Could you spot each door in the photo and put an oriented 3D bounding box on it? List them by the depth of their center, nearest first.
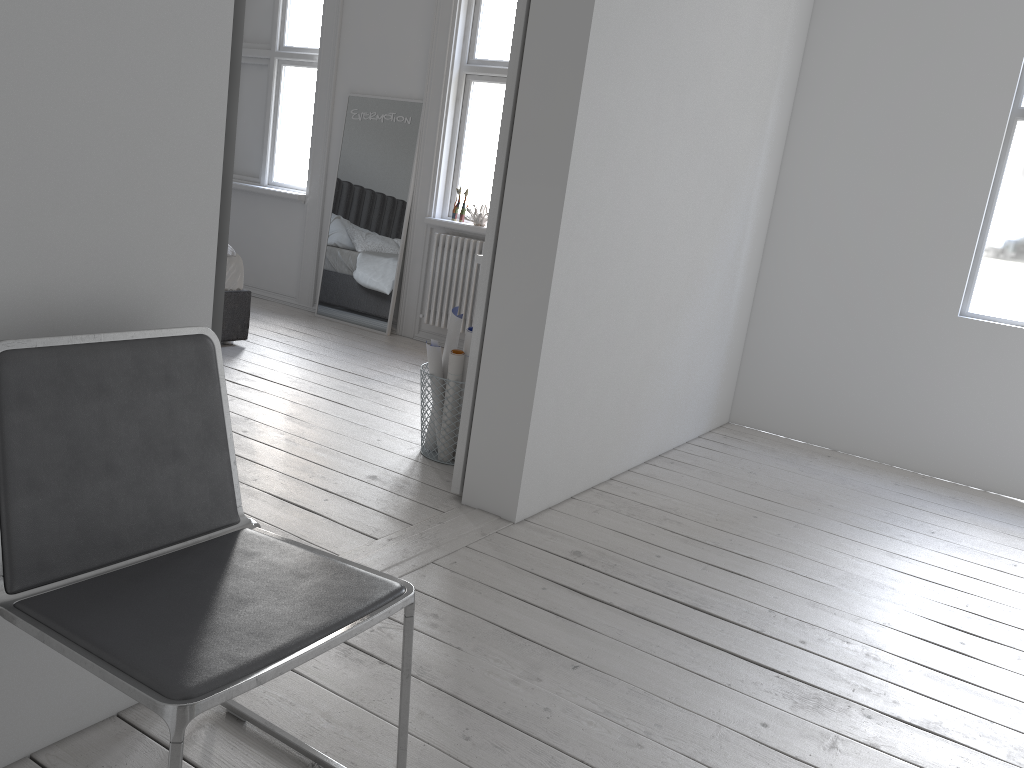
[{"bbox_3d":[0.093,-0.785,3.205,0.034,2.324,0.678,13,13,21],"label":"door"}]

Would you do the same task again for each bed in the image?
[{"bbox_3d":[-2.744,-0.936,4.781,2.177,1.167,1.889,16,15,29],"label":"bed"}]

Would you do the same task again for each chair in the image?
[{"bbox_3d":[-0.487,0.360,1.385,0.525,0.797,0.562,16,14,29],"label":"chair"}]

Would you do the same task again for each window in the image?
[{"bbox_3d":[0.098,-1.712,5.507,1.047,1.535,0.079,16,14,29],"label":"window"},{"bbox_3d":[-1.766,-2.233,6.596,1.047,1.535,0.079,16,14,29],"label":"window"}]

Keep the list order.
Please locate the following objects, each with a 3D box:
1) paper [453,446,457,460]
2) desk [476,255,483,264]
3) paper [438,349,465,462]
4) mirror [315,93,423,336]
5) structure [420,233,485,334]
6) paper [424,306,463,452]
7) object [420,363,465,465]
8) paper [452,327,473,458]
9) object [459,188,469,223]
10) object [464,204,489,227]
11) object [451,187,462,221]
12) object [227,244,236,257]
[{"bbox_3d":[-0.120,0.004,3.469,0.073,0.668,0.181,-1,16,-37],"label":"paper"},{"bbox_3d":[0.335,-0.204,4.440,0.641,0.776,1.163,16,15,29],"label":"desk"},{"bbox_3d":[-0.239,0.089,3.480,0.057,0.464,0.123,9,13,2],"label":"paper"},{"bbox_3d":[-0.977,-1.161,6.047,0.669,1.553,0.145,16,14,29],"label":"mirror"},{"bbox_3d":[-0.139,-0.599,5.644,0.936,0.599,0.216,16,14,29],"label":"structure"},{"bbox_3d":[-0.154,-0.087,3.562,0.431,0.793,0.181,5,13,-17],"label":"paper"},{"bbox_3d":[-0.209,0.122,3.626,0.374,0.350,0.375,16,15,31],"label":"object"},{"bbox_3d":[-0.194,0.040,3.509,0.060,0.553,0.153,5,13,-14],"label":"paper"},{"bbox_3d":[-0.301,-1.148,5.691,0.052,0.224,0.045,4,13,-18],"label":"object"},{"bbox_3d":[-0.202,-1.073,5.631,0.212,0.149,0.186,18,16,38],"label":"object"},{"bbox_3d":[-0.356,-1.169,5.746,0.045,0.224,0.052,10,13,6],"label":"object"},{"bbox_3d":[-2.043,-0.715,4.366,0.405,0.104,1.460,16,15,29],"label":"object"}]
